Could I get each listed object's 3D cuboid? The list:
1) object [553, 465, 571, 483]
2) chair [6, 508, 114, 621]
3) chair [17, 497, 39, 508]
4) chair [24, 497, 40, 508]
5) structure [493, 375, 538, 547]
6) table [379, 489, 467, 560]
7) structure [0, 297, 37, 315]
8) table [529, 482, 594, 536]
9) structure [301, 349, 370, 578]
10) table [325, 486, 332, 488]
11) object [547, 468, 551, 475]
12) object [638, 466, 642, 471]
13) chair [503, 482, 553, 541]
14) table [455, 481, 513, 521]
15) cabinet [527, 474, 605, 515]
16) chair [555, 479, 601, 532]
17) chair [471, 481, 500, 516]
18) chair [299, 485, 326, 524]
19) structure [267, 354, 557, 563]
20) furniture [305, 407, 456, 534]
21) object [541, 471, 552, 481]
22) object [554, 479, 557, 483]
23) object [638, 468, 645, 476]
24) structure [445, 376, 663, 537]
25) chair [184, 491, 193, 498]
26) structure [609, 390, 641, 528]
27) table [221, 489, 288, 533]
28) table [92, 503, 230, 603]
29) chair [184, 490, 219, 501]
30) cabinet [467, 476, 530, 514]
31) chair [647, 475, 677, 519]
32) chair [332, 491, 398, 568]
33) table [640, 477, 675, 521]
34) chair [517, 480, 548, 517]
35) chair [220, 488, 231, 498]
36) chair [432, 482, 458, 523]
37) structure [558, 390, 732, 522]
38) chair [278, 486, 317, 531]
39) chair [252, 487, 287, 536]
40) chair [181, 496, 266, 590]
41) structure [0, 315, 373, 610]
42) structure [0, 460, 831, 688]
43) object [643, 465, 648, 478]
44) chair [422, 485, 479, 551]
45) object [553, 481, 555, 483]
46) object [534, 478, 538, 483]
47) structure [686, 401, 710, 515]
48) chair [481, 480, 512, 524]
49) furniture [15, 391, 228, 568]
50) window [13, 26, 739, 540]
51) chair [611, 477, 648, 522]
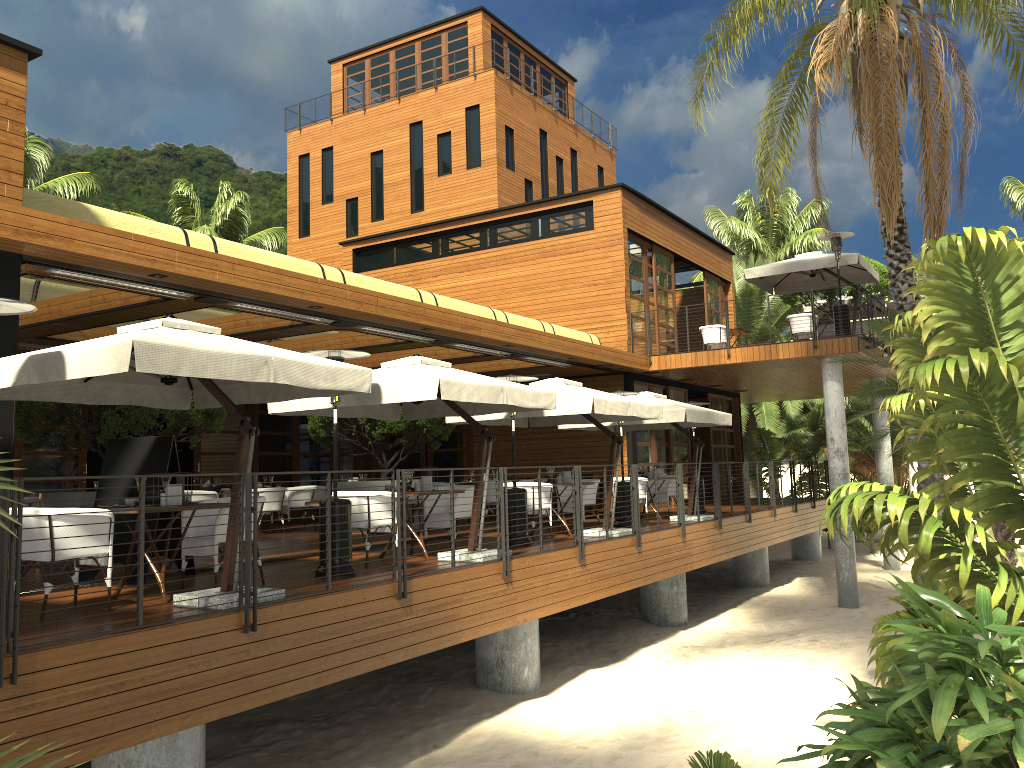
[{"bbox_3d":[0.765,1.316,12.946,0.263,0.264,0.263,0,-6,-14],"label":"object"},{"bbox_3d":[-3.368,1.301,6.566,0.627,0.790,0.616,-6,-7,32],"label":"chair"},{"bbox_3d":[-6.435,1.868,11.405,0.616,0.790,0.626,2,-7,-27],"label":"chair"},{"bbox_3d":[-6.595,1.995,12.646,0.627,0.790,0.616,-6,-8,37],"label":"chair"},{"bbox_3d":[0.025,0.969,11.426,0.699,2.197,0.698,-4,-7,19],"label":"structure"},{"bbox_3d":[-1.152,1.602,10.103,0.931,0.751,0.930,-5,-7,31],"label":"table"},{"bbox_3d":[-3.491,0.511,5.717,0.699,2.197,0.698,-4,-7,19],"label":"structure"},{"bbox_3d":[0.617,1.832,12.977,0.931,0.751,0.930,-5,-7,31],"label":"table"},{"bbox_3d":[-1.715,0.742,8.600,0.699,2.197,0.698,-4,-7,19],"label":"structure"},{"bbox_3d":[-3.312,2.493,18.504,1.165,0.751,1.164,-6,-7,34],"label":"table"},{"bbox_3d":[0.563,1.374,13.325,0.082,0.227,0.082,-6,-8,32],"label":"object"},{"bbox_3d":[2.347,1.606,16.221,0.082,0.227,0.082,-6,-8,32],"label":"object"},{"bbox_3d":[0.210,1.767,12.375,0.627,0.790,0.616,-6,-7,32],"label":"chair"},{"bbox_3d":[-0.513,2.283,17.208,1.165,0.751,1.164,-6,-7,36],"label":"table"},{"bbox_3d":[1.176,2.371,19.009,1.609,0.839,0.556,-5,-7,31],"label":"cabinet"},{"bbox_3d":[1.043,1.871,13.680,0.627,0.790,0.616,-6,-7,32],"label":"chair"},{"bbox_3d":[-0.542,2.343,18.002,0.627,0.790,0.615,0,-6,-13],"label":"chair"},{"bbox_3d":[-4.076,2.475,18.277,0.617,0.790,0.626,0,-6,-13],"label":"chair"},{"bbox_3d":[-1.084,0.816,10.195,2.411,2.338,2.410,-5,-7,31],"label":"structure"},{"bbox_3d":[-2.299,1.215,15.685,2.615,2.728,2.690,-4,-7,22],"label":"furniture"},{"bbox_3d":[0.511,1.380,13.098,0.163,0.179,0.167,-6,-7,33],"label":"object"},{"bbox_3d":[0.684,1.442,13.192,0.116,0.065,0.116,-5,-7,30],"label":"object"},{"bbox_3d":[2.295,1.612,15.995,0.163,0.179,0.167,-6,-7,33],"label":"object"},{"bbox_3d":[0.681,1.046,13.060,2.411,2.338,2.410,-5,-7,31],"label":"structure"},{"bbox_3d":[-5.402,2.095,14.014,0.627,0.790,0.616,-6,-8,37],"label":"chair"},{"bbox_3d":[1.771,1.196,14.260,0.699,2.197,0.698,-4,-7,19],"label":"structure"},{"bbox_3d":[-4.599,2.269,15.838,1.165,0.751,1.164,-3,-6,11],"label":"table"},{"bbox_3d":[-2.922,1.371,7.230,0.931,0.751,0.930,-5,-7,31],"label":"table"},{"bbox_3d":[-5.422,2.217,15.252,0.616,0.790,0.626,3,-8,-37],"label":"chair"},{"bbox_3d":[-0.206,2.495,19.846,1.609,0.839,0.556,-5,-7,31],"label":"cabinet"},{"bbox_3d":[2.829,2.103,16.579,0.627,0.790,0.616,-6,-7,32],"label":"chair"},{"bbox_3d":[-1.575,1.534,9.476,0.627,0.790,0.616,-6,-7,32],"label":"chair"},{"bbox_3d":[2.391,2.063,15.857,0.931,0.751,0.930,-5,-7,31],"label":"table"},{"bbox_3d":[0.421,2.245,17.290,0.617,0.790,0.626,0,-6,-13],"label":"chair"},{"bbox_3d":[-5.092,2.331,16.508,0.627,0.790,0.616,3,-8,-37],"label":"chair"},{"bbox_3d":[-1.375,2.269,17.001,0.617,0.790,0.626,0,-6,-13],"label":"chair"},{"bbox_3d":[2.445,1.275,15.925,2.411,2.338,2.410,-5,-7,31],"label":"structure"},{"bbox_3d":[-3.914,2.272,16.268,0.616,0.790,0.626,3,-8,-37],"label":"chair"},{"bbox_3d":[-4.183,2.168,15.126,0.627,0.790,0.616,3,-8,-37],"label":"chair"},{"bbox_3d":[-2.535,1.405,7.871,0.627,0.790,0.616,-6,-7,32],"label":"chair"},{"bbox_3d":[-2.848,0.586,7.330,2.411,2.338,2.410,-5,-7,31],"label":"structure"},{"bbox_3d":[2.157,1.772,13.231,0.163,1.156,26.234,-6,-7,31],"label":"structure"},{"bbox_3d":[2.361,1.551,15.668,0.082,0.227,0.082,-6,-8,32],"label":"object"},{"bbox_3d":[-0.712,1.642,10.831,0.627,0.790,0.616,-6,-7,32],"label":"chair"},{"bbox_3d":[0.600,1.461,13.241,0.080,0.042,0.080,-1,-6,-7],"label":"object"},{"bbox_3d":[0.358,1.415,12.928,0.086,0.086,0.086,-6,-8,36],"label":"object"},{"bbox_3d":[3.520,1.424,17.100,0.699,2.197,0.698,-4,-7,19],"label":"structure"},{"bbox_3d":[-0.308,2.175,16.367,0.627,0.790,0.615,0,-6,-13],"label":"chair"},{"bbox_3d":[-5.066,0.868,11.324,2.569,2.728,2.713,-1,-6,-4],"label":"furniture"},{"bbox_3d":[-1.683,-5.805,22.761,14.487,18.001,38.342,-3,-6,9],"label":"window"},{"bbox_3d":[1.996,1.999,15.274,0.627,0.790,0.616,-6,-7,32],"label":"chair"}]
